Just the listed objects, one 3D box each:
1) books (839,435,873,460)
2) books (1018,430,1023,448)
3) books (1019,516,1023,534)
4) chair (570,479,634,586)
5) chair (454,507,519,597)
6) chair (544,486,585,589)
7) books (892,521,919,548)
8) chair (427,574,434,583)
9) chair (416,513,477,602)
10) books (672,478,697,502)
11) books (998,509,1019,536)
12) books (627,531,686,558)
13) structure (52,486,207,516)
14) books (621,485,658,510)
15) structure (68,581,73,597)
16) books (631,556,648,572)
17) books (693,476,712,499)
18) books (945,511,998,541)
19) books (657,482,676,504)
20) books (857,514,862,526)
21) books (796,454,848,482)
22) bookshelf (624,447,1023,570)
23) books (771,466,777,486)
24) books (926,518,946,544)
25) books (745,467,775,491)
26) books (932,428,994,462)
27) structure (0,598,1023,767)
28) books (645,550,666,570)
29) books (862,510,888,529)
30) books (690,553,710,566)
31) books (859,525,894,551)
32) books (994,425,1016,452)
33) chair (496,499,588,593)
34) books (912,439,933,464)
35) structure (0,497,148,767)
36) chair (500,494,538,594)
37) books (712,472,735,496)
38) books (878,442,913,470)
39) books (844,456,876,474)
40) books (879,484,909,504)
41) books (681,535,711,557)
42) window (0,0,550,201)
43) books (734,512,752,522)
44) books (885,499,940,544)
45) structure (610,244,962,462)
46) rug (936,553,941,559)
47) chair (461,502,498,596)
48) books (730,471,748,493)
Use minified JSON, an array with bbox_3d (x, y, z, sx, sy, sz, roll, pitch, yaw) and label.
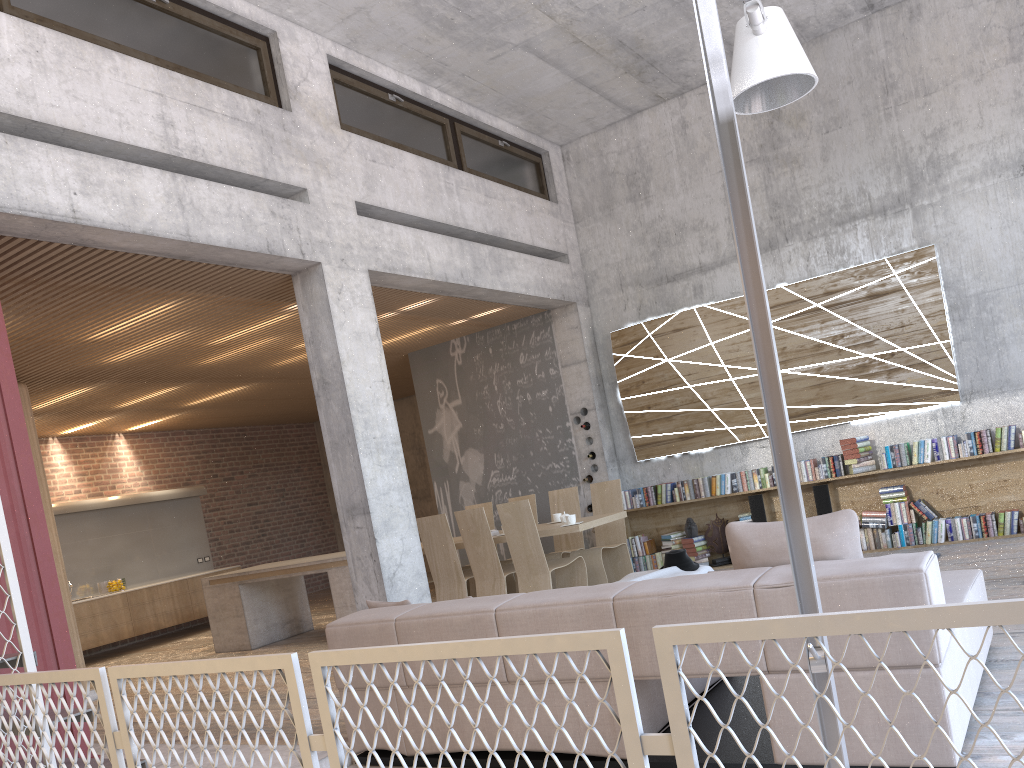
[{"bbox_3d":[3.443,0.637,8.774,0.243,0.210,0.192,-9,-3,-36],"label":"books"},{"bbox_3d":[4.770,0.449,7.984,0.282,0.220,0.207,-13,-3,31],"label":"books"},{"bbox_3d":[4.829,1.244,8.069,0.282,0.220,0.207,-13,-3,31],"label":"books"},{"bbox_3d":[0.885,1.600,8.815,0.353,1.195,0.713,-10,0,32],"label":"chair"},{"bbox_3d":[-0.072,1.714,8.235,0.353,1.195,0.712,-10,1,37],"label":"chair"},{"bbox_3d":[0.490,1.710,9.130,0.353,1.195,0.713,-10,0,27],"label":"chair"},{"bbox_3d":[3.889,1.484,8.663,0.230,0.220,0.212,-12,-2,32],"label":"books"},{"bbox_3d":[-0.900,1.934,8.803,0.353,1.195,0.712,-10,1,37],"label":"chair"},{"bbox_3d":[-0.483,1.824,8.523,0.353,1.195,0.713,-10,0,29],"label":"chair"},{"bbox_3d":[1.956,1.187,9.823,0.282,0.220,0.207,-13,-3,31],"label":"books"},{"bbox_3d":[4.642,1.294,8.202,0.202,0.228,0.187,-12,-2,32],"label":"books"},{"bbox_3d":[1.673,1.843,10.111,0.727,0.262,0.297,-15,-5,37],"label":"books"},{"bbox_3d":[-6.125,1.750,12.600,0.211,0.156,4.041,-13,-6,32],"label":"structure"},{"bbox_3d":[1.454,1.319,10.146,0.497,0.220,0.212,-14,-3,32],"label":"books"},{"bbox_3d":[-6.129,2.950,12.196,0.251,0.476,0.113,-10,1,32],"label":"structure"},{"bbox_3d":[1.469,2.121,10.250,0.277,0.220,0.202,-13,-3,32],"label":"books"},{"bbox_3d":[2.122,1.139,9.684,0.158,0.221,0.187,-11,-2,32],"label":"books"},{"bbox_3d":[4.386,1.361,8.360,0.423,0.220,0.202,-14,-3,32],"label":"books"},{"bbox_3d":[1.756,1.240,9.964,0.202,0.228,0.187,-12,-2,32],"label":"books"},{"bbox_3d":[3.460,1.414,8.933,0.238,0.140,0.189,-13,-4,33],"label":"books"},{"bbox_3d":[3.167,0.872,9.027,0.497,0.220,0.212,-14,-3,32],"label":"books"},{"bbox_3d":[3.567,1.298,8.891,5.397,0.804,0.299,-15,-1,32],"label":"bookshelf"},{"bbox_3d":[2.855,0.960,9.263,0.157,0.221,0.202,-11,-2,32],"label":"books"},{"bbox_3d":[4.115,1.424,8.504,0.202,0.228,0.187,-12,-2,32],"label":"books"},{"bbox_3d":[2.650,1.009,9.341,0.280,0.221,0.168,-13,-2,33],"label":"books"},{"bbox_3d":[4.269,0.581,8.308,0.497,0.220,0.212,-14,-3,32],"label":"books"},{"bbox_3d":[-0.588,1.074,1.280,4.490,0.933,1.908,-14,-6,32],"label":"structure"},{"bbox_3d":[1.802,2.028,10.066,0.501,0.238,0.239,-14,-3,32],"label":"books"},{"bbox_3d":[3.624,1.352,8.753,0.247,0.192,0.152,-13,-2,32],"label":"books"},{"bbox_3d":[2.084,1.986,9.820,0.260,0.151,0.250,-10,-4,-12],"label":"books"},{"bbox_3d":[3.591,1.559,8.895,0.501,0.238,0.239,-14,-3,32],"label":"books"},{"bbox_3d":[4.570,0.502,8.126,0.202,0.228,0.187,-12,-2,32],"label":"books"},{"bbox_3d":[0.315,1.604,7.908,0.353,1.195,0.712,-10,0,35],"label":"chair"},{"bbox_3d":[3.970,0.651,8.475,0.202,0.228,0.187,-12,-2,32],"label":"books"},{"bbox_3d":[-2.002,-0.155,2.057,3.732,4.317,3.000,-12,-1,32],"label":"structure"},{"bbox_3d":[0.027,1.820,9.336,0.353,1.195,0.713,-10,0,32],"label":"chair"},{"bbox_3d":[2.303,1.091,9.566,0.252,0.228,0.187,-12,-2,32],"label":"books"},{"bbox_3d":[3.764,0.706,8.622,0.282,0.220,0.207,-13,-3,31],"label":"books"},{"bbox_3d":[3.488,0.811,8.780,0.283,0.150,0.223,-10,-4,-10],"label":"books"},{"bbox_3d":[3.791,1.095,8.694,0.242,0.161,0.187,-13,-4,32],"label":"books"},{"bbox_3d":[2.057,1.811,9.803,0.243,0.210,0.192,-9,-3,-36],"label":"books"},{"bbox_3d":[-1.831,-2.315,6.550,0.114,0.606,8.361,-9,-5,32],"label":"window"},{"bbox_3d":[2.545,1.565,9.546,0.255,0.323,0.215,-11,-1,34],"label":"books"},{"bbox_3d":[3.956,1.359,8.617,0.457,0.449,0.212,-12,0,32],"label":"books"},{"bbox_3d":[2.679,-0.212,9.184,3.460,1.535,0.354,-14,0,32],"label":"structure"},{"bbox_3d":[2.597,1.654,6.967,1.178,0.049,2.891,-15,-7,31],"label":"rug"},{"bbox_3d":[-0.424,1.931,9.560,0.353,1.195,0.714,-10,0,26],"label":"chair"},{"bbox_3d":[2.469,1.055,9.457,0.158,0.221,0.152,-11,-1,32],"label":"books"}]
